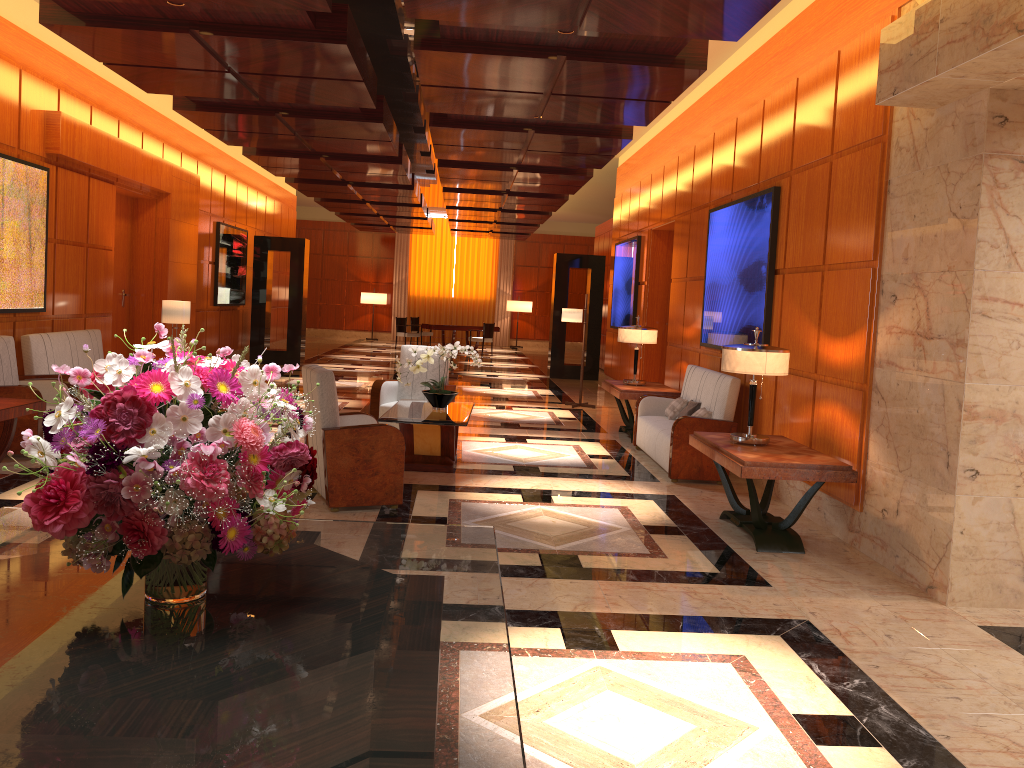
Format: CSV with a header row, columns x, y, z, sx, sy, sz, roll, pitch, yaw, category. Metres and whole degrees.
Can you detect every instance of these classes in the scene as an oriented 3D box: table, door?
x,y,z,sx,sy,sz,roll,pitch,yaw,category
-1.429,-1.260,24.543,2.106,0.740,0.786,0,5,-32,table
1.477,0.323,10.246,0.725,0.605,1.274,3,5,-3,table
-3.997,0.425,6.331,0.725,0.533,1.171,3,5,0,table
-4.269,-0.059,11.326,0.725,0.533,1.171,3,5,0,table
-0.735,0.481,7.890,0.722,0.495,1.564,3,5,0,table
-0.833,0.884,2.150,1.600,0.743,1.605,3,5,-3,table
2.161,-0.841,12.108,0.340,2.645,1.542,3,4,-3,door
-5.160,-1.199,11.669,0.340,2.645,1.504,3,4,-3,door
1.706,0.730,6.037,0.725,0.605,1.274,3,5,-3,table

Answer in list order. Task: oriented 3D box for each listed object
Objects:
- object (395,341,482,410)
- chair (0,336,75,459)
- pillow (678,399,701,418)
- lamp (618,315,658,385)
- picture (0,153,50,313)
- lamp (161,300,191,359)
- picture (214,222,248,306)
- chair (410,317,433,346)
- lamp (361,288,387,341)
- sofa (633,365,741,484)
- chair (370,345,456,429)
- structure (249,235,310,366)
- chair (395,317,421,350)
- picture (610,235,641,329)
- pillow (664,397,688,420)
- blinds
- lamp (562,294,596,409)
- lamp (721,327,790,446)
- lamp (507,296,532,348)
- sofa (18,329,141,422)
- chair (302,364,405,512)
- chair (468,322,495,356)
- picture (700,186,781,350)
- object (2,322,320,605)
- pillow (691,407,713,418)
x,y,z,sx,sy,sz,roll,pitch,yaw,category
-0.655,-0.081,7.981,0.788,0.616,0.418,1,4,-26,object
-4.152,0.087,7.495,0.628,0.959,0.740,3,4,-4,chair
1.715,0.282,8.558,0.160,0.252,0.359,3,5,-7,pillow
1.443,-0.399,10.271,0.458,0.792,0.459,0,5,-41,lamp
-4.680,-1.361,7.990,0.056,1.449,2.002,3,5,-3,picture
0.131,-0.013,6.609,0.335,0.733,13.030,0,6,-44,lamp
-5.128,-2.158,16.226,0.056,1.449,2.002,3,5,-3,picture
-2.649,-1.481,25.522,0.577,0.892,0.585,5,4,25,chair
-4.419,-2.212,28.188,0.812,1.657,0.811,6,4,37,lamp
1.645,0.319,8.537,0.612,0.930,1.804,3,5,-3,sofa
-1.028,0.083,9.352,0.738,0.959,0.630,4,4,16,chair
-4.601,-1.645,17.559,0.985,2.492,0.501,3,3,-3,structure
-2.903,-1.379,24.291,0.577,0.892,0.585,6,5,35,chair
1.819,-1.600,14.320,0.056,1.449,2.002,3,5,-3,picture
1.663,0.247,8.990,0.195,0.226,0.345,3,5,2,pillow
-1.928,-3.354,28.894,3.852,4.056,0.149,3,3,-3,blinds
0.965,-0.490,12.973,0.526,1.657,0.361,2,3,-13,lamp
1.668,0.010,6.130,0.458,0.808,0.460,4,4,6,lamp
0.211,-1.984,28.453,0.812,1.657,0.811,6,4,37,lamp
-4.354,-0.062,9.101,0.612,0.930,1.804,3,5,-3,sofa
-1.164,0.356,6.362,0.628,0.959,0.740,1,4,-24,chair
-0.782,-1.213,23.754,0.577,0.892,0.584,6,5,40,chair
2.137,-1.034,8.477,0.056,1.449,2.002,3,5,-3,picture
-0.798,0.183,2.131,0.649,0.657,0.682,2,4,-12,object
1.704,0.338,8.111,0.202,0.229,0.274,3,4,-1,pillow
